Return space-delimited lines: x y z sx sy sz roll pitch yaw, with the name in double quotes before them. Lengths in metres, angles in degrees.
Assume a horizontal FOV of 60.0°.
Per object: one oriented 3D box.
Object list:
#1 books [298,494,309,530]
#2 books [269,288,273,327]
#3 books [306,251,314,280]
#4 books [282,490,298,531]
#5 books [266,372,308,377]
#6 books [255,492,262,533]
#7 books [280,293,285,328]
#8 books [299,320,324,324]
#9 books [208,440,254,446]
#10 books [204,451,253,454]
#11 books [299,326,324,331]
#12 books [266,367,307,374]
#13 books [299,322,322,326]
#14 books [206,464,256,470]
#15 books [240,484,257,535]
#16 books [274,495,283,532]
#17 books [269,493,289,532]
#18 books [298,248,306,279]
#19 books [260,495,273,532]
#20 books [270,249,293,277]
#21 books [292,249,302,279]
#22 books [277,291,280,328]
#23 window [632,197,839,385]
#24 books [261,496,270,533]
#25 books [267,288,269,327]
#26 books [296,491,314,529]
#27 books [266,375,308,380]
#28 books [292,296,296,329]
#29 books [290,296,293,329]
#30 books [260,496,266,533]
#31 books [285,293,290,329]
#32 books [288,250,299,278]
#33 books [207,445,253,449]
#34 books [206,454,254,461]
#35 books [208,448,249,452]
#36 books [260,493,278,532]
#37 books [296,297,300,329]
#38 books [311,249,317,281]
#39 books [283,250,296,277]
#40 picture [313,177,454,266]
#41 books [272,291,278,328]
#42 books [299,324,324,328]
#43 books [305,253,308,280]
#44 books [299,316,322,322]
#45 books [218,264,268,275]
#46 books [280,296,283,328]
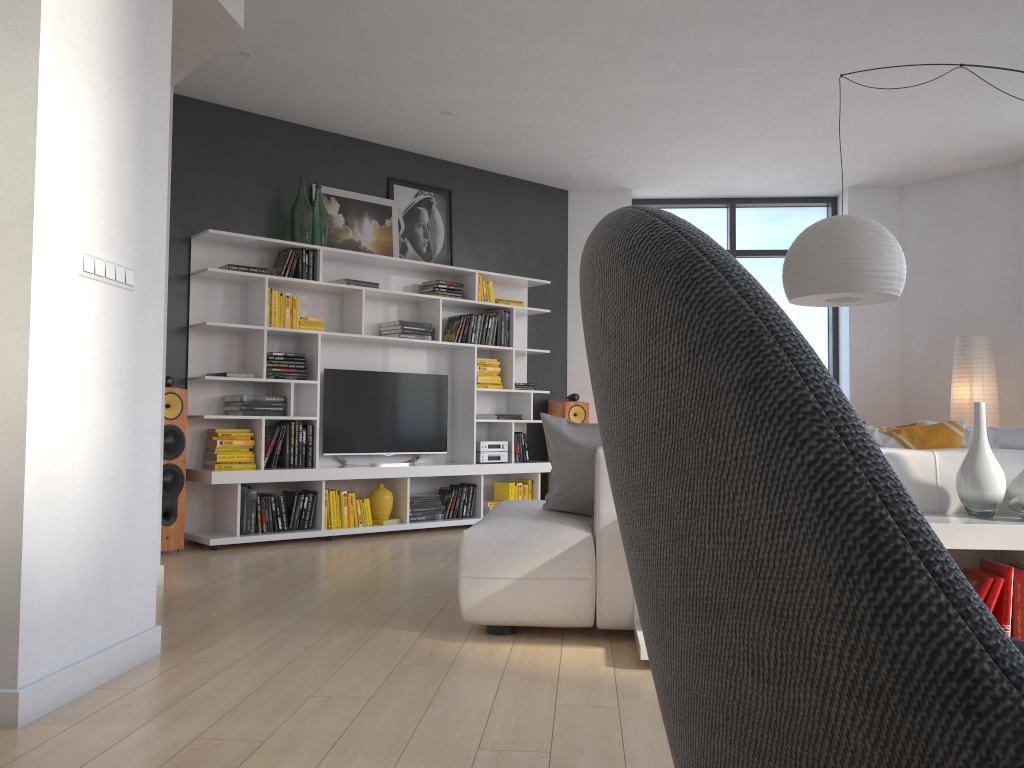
"books" -1.478 0.876 6.118 0.071 0.243 0.179 3 -4 -41
"books" -1.706 -0.513 6.103 0.025 0.270 0.213 3 -4 -40
"books" -1.469 -0.825 6.308 0.038 0.218 0.169 3 -4 -40
"books" -1.543 0.866 6.083 0.066 0.260 0.197 3 -4 -40
"books" -1.584 -0.063 6.173 0.270 0.025 0.189 3 -4 -41
"books" -1.730 0.852 5.913 0.053 0.268 0.202 3 -4 -41
"books" -1.629 -0.500 6.174 0.019 0.251 0.180 3 -4 -40
"books" -1.455 -0.436 6.300 0.187 0.014 0.134 3 -4 -40
"books" -1.885 0.393 5.951 0.250 0.035 0.185 3 -3 -37
"books" -1.899 0.459 5.943 0.263 0.015 0.198 3 -3 -37
"books" -1.457 -0.384 6.297 0.190 0.033 0.147 3 -4 -40
"books" -1.602 -0.090 6.183 0.266 0.030 0.209 3 -4 -42
"books" -1.450 -0.421 6.284 0.169 0.018 0.113 3 -3 -39
"books" -1.878 0.550 5.920 0.270 0.029 0.204 2 -3 -35
"books" -1.801 0.827 5.860 0.128 0.321 0.259 3 -4 -40
"books" -1.616 0.870 5.990 0.066 0.242 0.177 3 -4 -41
"books" -1.592 0.868 6.015 0.083 0.249 0.191 3 -4 -40
"books" -1.512 -0.833 6.276 0.025 0.232 0.176 3 -4 -40
"books" -1.658 0.867 5.950 0.050 0.242 0.169 3 -4 -41
"books" -1.614 -0.830 6.190 0.096 0.213 0.166 3 -4 -42
"books" -1.527 -0.828 6.256 0.021 0.221 0.156 3 -4 -40
"books" -1.661 -0.506 6.151 0.015 0.263 0.199 3 -4 -40
"window" 2.108 -0.579 8.515 1.960 2.402 0.170 0 -3 5
"books" -1.680 0.871 5.941 0.049 0.236 0.170 3 -4 -40
"books" -1.721 -0.515 6.079 0.029 0.270 0.204 3 -4 -40
"books" -1.456 0.875 6.151 0.084 0.249 0.191 3 -4 -40
"books" -1.584 -0.037 6.169 0.263 0.026 0.189 3 -4 -42
"books" -1.565 -0.489 6.223 0.024 0.234 0.172 3 -4 -40
"books" -1.586 -0.492 6.210 0.023 0.239 0.169 3 -4 -40
"books" -1.703 0.869 5.931 0.053 0.240 0.189 3 -4 -40
"books" -1.607 -0.499 6.190 0.035 0.250 0.185 3 -4 -40
"books" -1.563 -0.828 6.224 0.074 0.212 0.154 3 -4 -41
"books" -1.895 0.420 5.945 0.251 0.019 0.180 3 -4 -40
"books" -1.888 0.489 5.932 0.255 0.044 0.198 3 -4 -40
"books" -1.893 0.440 5.922 0.228 0.024 0.152 3 -3 -36
"books" -1.644 0.864 5.977 0.066 0.255 0.193 3 -4 -41
"books" -1.547 -0.488 6.243 0.024 0.234 0.172 3 -4 -40
"books" -1.443 -0.831 6.321 0.019 0.230 0.174 3 -4 -40
"books" -1.593 -0.828 6.215 0.087 0.214 0.171 3 -4 -40
"picture" -0.977 -1.283 6.933 1.279 0.707 0.076 3 -4 -40
"books" -1.682 -0.505 6.130 0.044 0.255 0.198 3 -4 -40
"books" -1.458 -0.407 6.302 0.196 0.011 0.148 3 -4 -40
"books" -1.490 -0.818 6.288 0.021 0.200 0.147 3 -4 -40
"books" -1.466 -0.456 6.309 0.186 0.026 0.138 3 -4 -40
"books" -1.820 -0.759 5.993 0.268 0.046 0.208 3 -3 -37
"books" -1.633 -0.489 6.146 0.024 0.229 0.156 3 -4 -40
